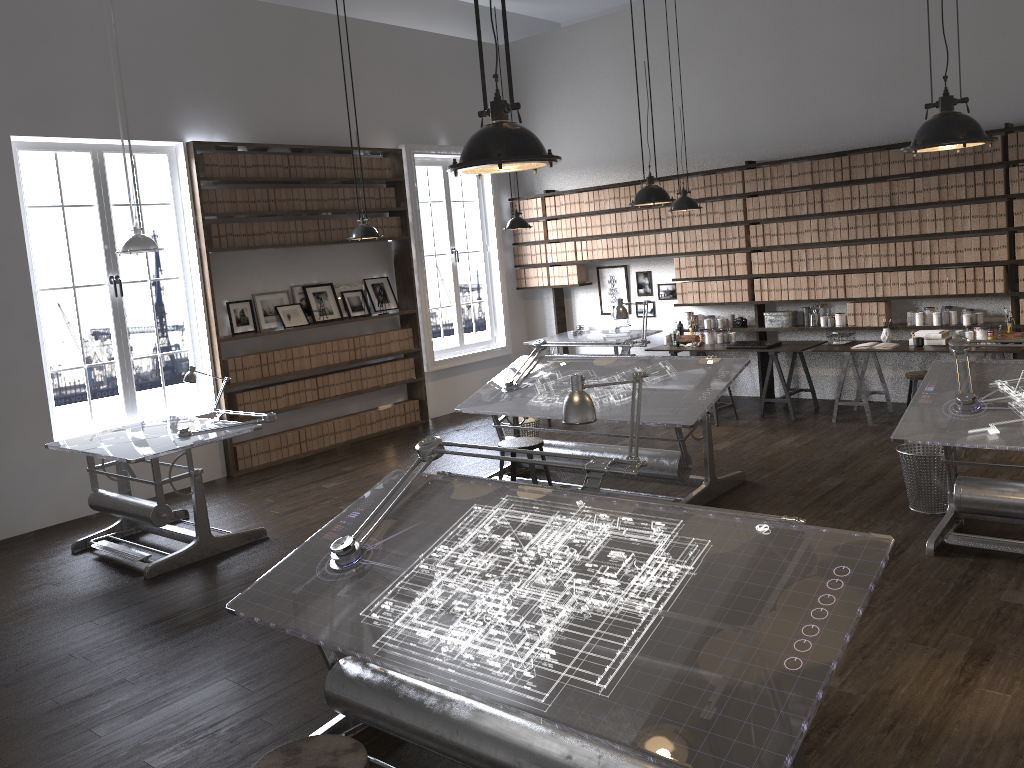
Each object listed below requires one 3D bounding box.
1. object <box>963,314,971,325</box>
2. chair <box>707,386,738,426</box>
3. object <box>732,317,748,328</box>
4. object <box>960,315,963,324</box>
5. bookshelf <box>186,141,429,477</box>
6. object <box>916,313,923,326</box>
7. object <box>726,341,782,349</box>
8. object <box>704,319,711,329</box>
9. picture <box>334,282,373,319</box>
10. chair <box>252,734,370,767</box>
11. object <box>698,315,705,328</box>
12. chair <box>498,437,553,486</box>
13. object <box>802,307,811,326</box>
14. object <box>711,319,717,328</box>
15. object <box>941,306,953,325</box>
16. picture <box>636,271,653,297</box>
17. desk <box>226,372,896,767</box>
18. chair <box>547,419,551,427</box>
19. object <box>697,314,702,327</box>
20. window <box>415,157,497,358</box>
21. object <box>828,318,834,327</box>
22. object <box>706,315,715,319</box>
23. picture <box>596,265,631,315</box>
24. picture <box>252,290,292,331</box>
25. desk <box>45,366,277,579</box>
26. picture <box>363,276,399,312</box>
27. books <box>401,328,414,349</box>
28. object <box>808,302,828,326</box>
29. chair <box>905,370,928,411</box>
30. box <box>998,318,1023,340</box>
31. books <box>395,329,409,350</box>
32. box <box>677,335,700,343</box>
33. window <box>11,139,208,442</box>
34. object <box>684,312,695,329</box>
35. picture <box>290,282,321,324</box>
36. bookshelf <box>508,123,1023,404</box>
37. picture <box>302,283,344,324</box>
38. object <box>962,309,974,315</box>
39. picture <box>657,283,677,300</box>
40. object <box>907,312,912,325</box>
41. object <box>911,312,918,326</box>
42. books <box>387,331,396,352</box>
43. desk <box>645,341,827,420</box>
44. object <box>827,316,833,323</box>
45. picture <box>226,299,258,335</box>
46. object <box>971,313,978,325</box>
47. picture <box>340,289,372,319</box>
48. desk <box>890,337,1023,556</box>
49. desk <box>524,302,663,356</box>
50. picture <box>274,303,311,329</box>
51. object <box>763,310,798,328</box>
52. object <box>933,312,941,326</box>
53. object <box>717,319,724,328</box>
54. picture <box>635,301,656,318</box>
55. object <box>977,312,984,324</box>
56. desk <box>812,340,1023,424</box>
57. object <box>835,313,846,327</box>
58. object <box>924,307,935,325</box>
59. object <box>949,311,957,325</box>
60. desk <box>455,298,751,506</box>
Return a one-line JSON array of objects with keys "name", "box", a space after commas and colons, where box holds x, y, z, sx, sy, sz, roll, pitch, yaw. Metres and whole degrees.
[{"name": "object", "box": [3.974, -0.561, 7.736, 0.062, 0.095, 0.062, -7, 7, -17]}, {"name": "chair", "box": [1.906, 0.107, 8.493, 0.360, 0.525, 0.372, -11, 9, -40]}, {"name": "object", "box": [2.356, -0.639, 9.189, 0.171, 0.108, 0.091, 1, 9, 41]}, {"name": "object", "box": [3.992, -0.565, 7.822, 0.054, 0.081, 0.054, -1, 8, 31]}, {"name": "bookshelf", "box": [-1.975, -0.499, 8.952, 0.412, 3.704, 2.487, 0, 8, 41]}, {"name": "object", "box": [3.679, -0.583, 7.994, 0.062, 0.119, 0.062, -5, 6, 1]}, {"name": "object", "box": [2.348, -0.376, 8.600, 0.446, 0.033, 0.314, 2, 11, 40]}, {"name": "object", "box": [2.075, -0.637, 9.400, 0.062, 0.094, 0.062, -2, 7, 26]}, {"name": "picture", "box": [-1.685, -0.877, 9.341, 0.095, 0.359, 0.436, 0, 9, 41]}, {"name": "chair", "box": [-0.505, 1.252, 2.317, 0.358, 0.525, 0.374, -3, 7, 19]}, {"name": "object", "box": [2.036, -0.675, 9.523, 0.070, 0.130, 0.070, -6, 6, -11]}, {"name": "chair", "box": [0.083, 0.650, 5.978, 0.358, 0.525, 0.374, -3, 7, 19]}, {"name": "object", "box": [2.944, -0.673, 8.844, 0.079, 0.187, 0.079, -3, 6, 20]}, {"name": "object", "box": [2.136, -0.637, 9.366, 0.062, 0.093, 0.063, -2, 7, 26]}, {"name": "object", "box": [3.890, -0.611, 7.947, 0.094, 0.161, 0.206, 1, 9, 42]}, {"name": "picture", "box": [1.507, -1.141, 10.079, 0.201, 0.283, 0.022, 0, 8, 40]}, {"name": "desk", "box": [0.089, 0.670, 2.903, 2.069, 1.379, 1.082, 1, 9, 41]}, {"name": "chair", "box": [0.367, 0.145, 9.171, 0.360, 0.525, 0.372, -11, 9, -40]}, {"name": "object", "box": [2.035, -0.686, 9.603, 0.072, 0.128, 0.071, -5, 6, -2]}, {"name": "window", "box": [-0.693, -1.479, 10.346, 0.153, 2.298, 1.251, 0, 8, 41]}, {"name": "object", "box": [3.129, -0.608, 8.591, 0.182, 0.093, 0.062, -11, 8, -35]}, {"name": "object", "box": [2.135, -0.669, 9.491, 0.094, 0.127, 0.095, -7, 7, -19]}, {"name": "picture", "box": [1.188, -1.094, 10.348, 0.415, 0.572, 0.040, 0, 8, 41]}, {"name": "picture", "box": [-2.308, -0.714, 8.610, 0.083, 0.363, 0.418, 0, 9, 41]}, {"name": "desk", "box": [-2.348, 0.507, 6.135, 1.269, 1.183, 1.178, 1, 9, 41]}, {"name": "picture", "box": [-1.417, -0.976, 9.610, 0.161, 0.362, 0.345, 0, 9, 41]}, {"name": "books", "box": [-1.178, -0.501, 9.811, 0.174, 0.224, 0.067, 1, 8, 41]}, {"name": "object", "box": [2.998, -0.703, 8.688, 0.181, 0.270, 0.157, -2, 7, 25]}, {"name": "chair", "box": [3.360, 0.175, 7.157, 0.371, 0.525, 0.360, -4, 7, 14]}, {"name": "box", "box": [4.153, -0.442, 7.330, 0.212, 0.206, 0.138, 1, 9, 41]}, {"name": "books", "box": [-1.226, -0.490, 9.766, 0.174, 0.224, 0.067, 1, 8, 41]}, {"name": "box", "box": [1.860, -0.467, 9.305, 0.212, 0.083, 0.138, 2, 10, 40]}, {"name": "window", "box": [-3.337, -0.795, 7.439, 0.153, 2.484, 1.491, 0, 8, 41]}, {"name": "object", "box": [1.908, -0.682, 9.533, 0.106, 0.176, 0.108, 1, 9, 42]}, {"name": "picture", "box": [-2.036, -0.808, 8.935, 0.091, 0.404, 0.371, 0, 8, 41]}, {"name": "bookshelf", "box": [3.697, -0.638, 8.167, 9.179, 3.190, 0.375, 2, 9, 41]}, {"name": "picture", "box": [-1.915, -0.821, 8.996, 0.149, 0.389, 0.375, 0, 9, 41]}, {"name": "object", "box": [4.056, -0.602, 7.874, 0.094, 0.129, 0.095, -2, 7, 28]}, {"name": "picture", "box": [1.742, -1.032, 9.894, 0.251, 0.182, 0.023, 1, 8, 41]}, {"name": "object", "box": [3.661, -0.601, 8.129, 0.062, 0.119, 0.062, -6, 6, -8]}, {"name": "object", "box": [3.665, -0.591, 8.062, 0.063, 0.117, 0.063, -6, 6, -8]}, {"name": "books", "box": [-1.356, -0.455, 9.608, 0.174, 0.224, 0.067, 1, 8, 41]}, {"name": "desk", "box": [2.245, -0.058, 8.899, 1.669, 0.666, 0.659, 2, 10, 41]}, {"name": "object", "box": [3.107, -0.615, 8.631, 0.062, 0.093, 0.063, -5, 7, 3]}, {"name": "picture", "box": [-2.549, -0.630, 8.358, 0.058, 0.313, 0.268, 0, 8, 41]}, {"name": "object", "box": [4.039, -0.569, 7.750, 0.063, 0.094, 0.063, -7, 7, -17]}, {"name": "picture", "box": [-1.642, -0.844, 9.327, 0.127, 0.289, 0.291, 0, 9, 41]}, {"name": "desk", "box": [3.139, 0.161, 4.450, 2.069, 1.379, 1.082, 1, 9, 41]}, {"name": "desk", "box": [0.964, -0.315, 9.918, 1.269, 1.092, 1.077, 1, 9, 41]}, {"name": "picture", "box": [-2.149, -0.668, 8.679, 0.144, 0.228, 0.301, 0, 9, 41]}, {"name": "object", "box": [2.711, -0.654, 8.931, 0.317, 0.151, 0.194, 2, 10, 40]}, {"name": "object", "box": [3.791, -0.579, 7.902, 0.062, 0.119, 0.062, -4, 6, 9]}, {"name": "object", "box": [2.199, -0.639, 9.342, 0.062, 0.094, 0.062, -2, 7, 26]}, {"name": "picture", "box": [1.525, -0.851, 10.113, 0.251, 0.182, 0.023, 1, 8, 41]}, {"name": "object", "box": [4.105, -0.578, 7.773, 0.062, 0.095, 0.062, -7, 7, -17]}, {"name": "desk", "box": [3.585, -0.008, 7.751, 1.669, 0.666, 0.659, 2, 10, 41]}, {"name": "object", "box": [3.157, -0.615, 8.514, 0.094, 0.127, 0.095, -11, 9, -42]}, {"name": "object", "box": [3.785, -0.613, 8.022, 0.095, 0.161, 0.094, 0, 8, 37]}, {"name": "object", "box": [3.925, -0.588, 7.877, 0.062, 0.119, 0.062, -4, 6, 9]}, {"name": "desk", "box": [0.592, 0.066, 6.630, 2.280, 1.379, 1.082, 1, 9, 41]}]
